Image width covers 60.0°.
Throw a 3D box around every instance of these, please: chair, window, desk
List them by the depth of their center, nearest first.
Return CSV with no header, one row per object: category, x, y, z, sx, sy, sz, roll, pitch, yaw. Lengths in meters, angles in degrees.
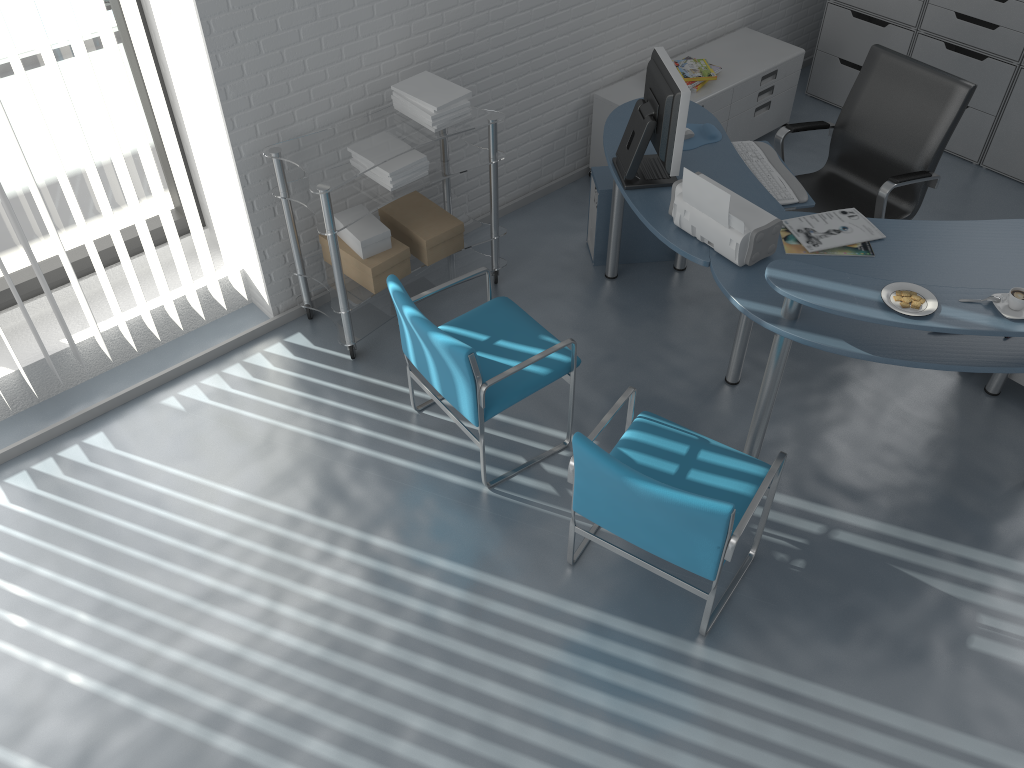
window,-2.730,-0.947,2.361,3.635,2.562,0.008,-32,52,-28
chair,0.503,0.356,2.804,0.542,0.707,0.543,25,49,23
chair,-0.098,-0.082,3.257,0.543,0.707,0.542,-28,50,-25
desk,1.284,-0.329,3.364,2.282,0.900,1.402,17,47,17
chair,1.461,-0.861,3.876,0.652,0.948,0.584,-27,50,-25

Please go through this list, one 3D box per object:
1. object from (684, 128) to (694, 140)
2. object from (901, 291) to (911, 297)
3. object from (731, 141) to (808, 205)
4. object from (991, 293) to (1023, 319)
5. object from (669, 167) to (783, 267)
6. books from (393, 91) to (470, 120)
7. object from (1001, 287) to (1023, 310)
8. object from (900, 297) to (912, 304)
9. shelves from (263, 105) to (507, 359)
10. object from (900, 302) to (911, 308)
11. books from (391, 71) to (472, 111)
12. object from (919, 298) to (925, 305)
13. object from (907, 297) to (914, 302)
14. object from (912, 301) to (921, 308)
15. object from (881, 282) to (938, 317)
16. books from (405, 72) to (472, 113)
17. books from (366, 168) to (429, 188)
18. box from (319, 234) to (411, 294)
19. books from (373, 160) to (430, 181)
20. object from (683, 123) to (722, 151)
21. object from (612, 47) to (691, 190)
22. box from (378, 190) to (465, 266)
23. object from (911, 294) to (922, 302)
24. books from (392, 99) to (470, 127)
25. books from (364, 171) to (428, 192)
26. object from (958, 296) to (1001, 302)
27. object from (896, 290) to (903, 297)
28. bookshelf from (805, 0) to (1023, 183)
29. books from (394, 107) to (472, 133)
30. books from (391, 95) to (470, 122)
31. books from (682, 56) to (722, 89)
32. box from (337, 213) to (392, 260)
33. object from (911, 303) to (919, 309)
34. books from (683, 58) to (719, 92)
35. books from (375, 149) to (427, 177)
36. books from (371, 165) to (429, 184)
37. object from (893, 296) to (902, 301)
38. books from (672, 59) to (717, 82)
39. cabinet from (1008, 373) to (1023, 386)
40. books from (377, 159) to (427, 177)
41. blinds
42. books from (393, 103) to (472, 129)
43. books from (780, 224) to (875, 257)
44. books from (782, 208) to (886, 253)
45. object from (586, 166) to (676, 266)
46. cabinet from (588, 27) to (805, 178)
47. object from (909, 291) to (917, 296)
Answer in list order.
object,0.689,-1.019,3.604,0.115,0.035,0.054,-23,49,-22
object,1.174,-0.269,2.643,0.025,0.005,0.027,3,44,3
object,0.979,-0.848,3.535,0.276,0.028,0.478,-7,45,-7
object,1.476,-0.226,2.603,0.119,0.016,0.119,-3,44,-2
object,0.706,-0.605,3.012,0.197,0.273,0.392,-27,50,-25
books,-0.323,-1.141,3.542,0.190,0.015,0.270,-29,51,-27
object,1.470,-0.247,2.590,0.078,0.049,0.062,29,51,27
object,1.165,-0.248,2.621,0.025,0.005,0.027,-27,50,-25
shelves,-0.494,-0.687,3.781,0.896,0.848,0.441,-31,52,-28
object,1.158,-0.233,2.613,0.027,0.005,0.025,-3,44,-3
books,-0.321,-1.168,3.527,0.270,0.015,0.190,34,53,30
object,1.210,-0.247,2.627,0.025,0.005,0.027,28,51,26
object,1.181,-0.252,2.632,0.027,0.005,0.025,25,50,24
object,1.190,-0.235,2.608,0.025,0.005,0.027,20,48,20
object,1.175,-0.248,2.626,0.162,0.011,0.162,1,44,1
books,-0.319,-1.167,3.547,0.190,0.015,0.270,-32,52,-28
books,-0.499,-0.888,3.600,0.270,0.015,0.190,34,54,30
box,-0.615,-0.546,3.727,0.347,0.133,0.207,34,54,30
books,-0.492,-0.912,3.582,0.190,0.015,0.270,-33,53,-29
object,0.713,-1.029,3.627,0.285,0.026,0.213,-21,48,-20
object,0.512,-0.962,3.277,0.212,0.417,0.365,-6,44,-6
box,-0.394,-0.682,3.866,0.207,0.133,0.347,-31,52,-28
object,1.199,-0.256,2.629,0.027,0.005,0.025,30,52,28
books,-0.325,-1.120,3.563,0.190,0.015,0.270,-30,52,-27
books,-0.499,-0.877,3.611,0.190,0.015,0.270,-33,53,-29
object,1.385,-0.251,2.622,0.119,0.021,0.025,4,44,4
object,1.162,-0.271,2.651,0.027,0.005,0.025,11,45,12
bookshelf,2.773,-1.739,4.625,0.521,1.141,2.294,-32,52,-28
books,-0.321,-1.104,3.589,0.190,0.015,0.270,-32,52,-28
books,-0.328,-1.134,3.556,0.190,0.015,0.270,-32,52,-28
books,0.913,-1.611,4.595,0.210,0.020,0.300,33,53,30
box,-0.615,-0.626,3.650,0.139,0.090,0.234,-28,50,-25
object,1.188,-0.230,2.609,0.025,0.005,0.027,14,46,15
books,0.929,-1.614,4.626,0.210,0.020,0.300,24,49,23
books,-0.501,-0.921,3.549,0.190,0.015,0.270,-34,54,-30
books,-0.495,-0.904,3.596,0.190,0.015,0.270,-31,52,-28
object,1.148,-0.254,2.634,0.027,0.005,0.025,0,44,0
books,0.880,-1.613,4.568,0.300,0.020,0.210,-5,44,-5
cabinet,2.203,-0.226,3.466,0.383,0.605,0.559,-30,51,-27
books,-0.497,-0.926,3.575,0.190,0.015,0.270,-31,52,-27
blinds,-2.698,-0.535,1.893,4.001,2.955,0.158,-32,52,-28
books,-0.321,-1.114,3.579,0.190,0.015,0.270,-34,54,-30
books,1.095,-0.511,3.107,0.300,0.005,0.200,2,44,3
books,1.135,-0.547,3.141,0.300,0.010,0.200,-12,45,-12
object,0.613,-0.804,4.200,0.471,0.422,0.199,-5,44,-4
cabinet,1.019,-1.484,4.853,1.259,0.484,0.447,-32,52,-28
object,1.195,-0.268,2.649,0.027,0.005,0.025,11,45,11
